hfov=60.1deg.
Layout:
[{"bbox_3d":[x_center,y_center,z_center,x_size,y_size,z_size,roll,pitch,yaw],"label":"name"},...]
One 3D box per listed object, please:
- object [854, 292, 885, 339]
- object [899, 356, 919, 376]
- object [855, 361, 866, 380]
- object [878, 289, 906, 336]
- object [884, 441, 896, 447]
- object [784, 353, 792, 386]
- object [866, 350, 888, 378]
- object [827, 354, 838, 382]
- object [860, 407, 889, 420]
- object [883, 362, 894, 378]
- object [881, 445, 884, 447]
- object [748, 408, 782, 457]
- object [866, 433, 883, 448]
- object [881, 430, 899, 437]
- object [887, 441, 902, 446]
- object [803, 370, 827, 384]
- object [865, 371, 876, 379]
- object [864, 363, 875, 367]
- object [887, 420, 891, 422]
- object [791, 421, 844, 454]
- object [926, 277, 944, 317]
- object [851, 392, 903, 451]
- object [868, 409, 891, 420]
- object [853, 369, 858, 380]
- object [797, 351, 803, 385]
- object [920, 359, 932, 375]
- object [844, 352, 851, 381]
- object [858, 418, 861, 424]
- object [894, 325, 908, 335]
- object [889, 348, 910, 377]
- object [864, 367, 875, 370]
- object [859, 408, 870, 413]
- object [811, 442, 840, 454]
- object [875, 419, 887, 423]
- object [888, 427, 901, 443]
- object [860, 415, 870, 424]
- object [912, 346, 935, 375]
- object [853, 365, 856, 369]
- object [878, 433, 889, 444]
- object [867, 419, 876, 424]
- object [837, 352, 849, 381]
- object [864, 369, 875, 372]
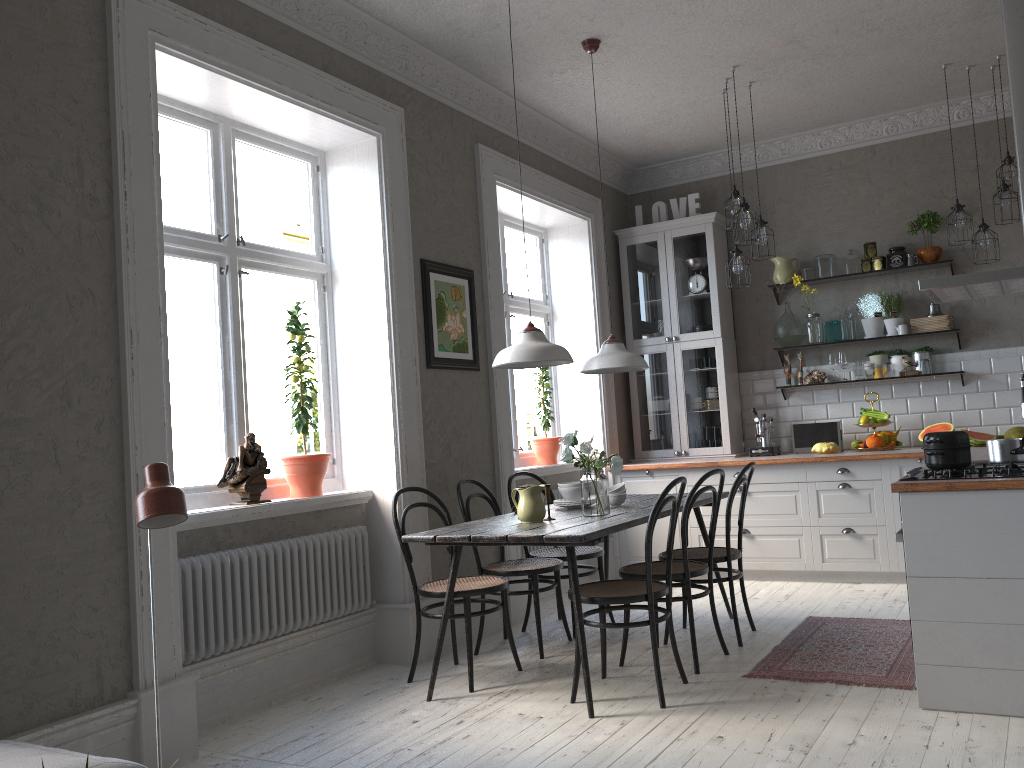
[{"bbox_3d":[2.700,-0.512,6.595,0.239,0.354,0.239,-1,-4,-42],"label":"object"},{"bbox_3d":[2.873,-0.130,6.402,0.118,0.147,0.100,-4,-3,-2],"label":"object"},{"bbox_3d":[2.586,-0.100,6.559,0.078,0.139,0.079,-4,-3,3],"label":"object"},{"bbox_3d":[2.785,-0.536,6.486,0.185,0.380,0.168,-3,-3,-9],"label":"object"},{"bbox_3d":[2.670,0.431,6.264,0.069,0.051,0.089,-3,-3,-12],"label":"object"},{"bbox_3d":[2.142,-0.110,6.882,0.053,0.264,0.061,-4,-3,1],"label":"object"},{"bbox_3d":[2.715,-0.147,6.584,0.155,0.217,0.157,-4,-3,10],"label":"object"},{"bbox_3d":[2.437,-0.120,6.715,0.081,0.217,0.083,-5,-3,16],"label":"object"},{"bbox_3d":[2.597,0.211,6.346,0.206,0.101,0.068,-6,-4,36],"label":"object"},{"bbox_3d":[2.749,-0.101,6.480,0.076,0.108,0.079,-5,-4,23],"label":"object"},{"bbox_3d":[2.614,0.443,6.302,0.070,0.065,0.070,-1,-4,-39],"label":"object"},{"bbox_3d":[1.892,0.362,6.713,0.202,0.370,0.360,-6,-4,30],"label":"object"},{"bbox_3d":[2.557,0.403,6.250,0.113,0.110,0.111,-4,-3,-3],"label":"object"},{"bbox_3d":[2.704,0.359,6.340,0.125,0.056,0.060,-5,-4,22],"label":"object"},{"bbox_3d":[2.719,0.425,6.379,0.054,0.044,0.214,-3,-4,-21],"label":"object"},{"bbox_3d":[2.304,-0.054,6.742,0.176,0.111,0.097,-4,-3,7],"label":"object"},{"bbox_3d":[2.624,-0.063,6.486,0.076,0.051,0.078,-5,-4,23],"label":"object"},{"bbox_3d":[2.621,-0.123,6.490,0.076,0.051,0.078,-5,-3,16],"label":"object"},{"bbox_3d":[2.684,0.269,6.337,0.051,0.050,0.050,-6,-4,39],"label":"object"},{"bbox_3d":[2.273,0.401,6.598,0.345,0.226,0.090,-6,-4,29],"label":"object"},{"bbox_3d":[3.033,-0.622,6.376,0.129,0.287,0.132,-5,-3,15],"label":"object"},{"bbox_3d":[2.602,0.268,6.372,0.348,0.425,0.355,-5,-3,15],"label":"object"},{"bbox_3d":[2.657,0.219,6.391,0.090,0.096,0.177,-1,-4,-40],"label":"object"},{"bbox_3d":[2.601,-0.069,6.638,0.079,0.083,0.076,-1,-4,-42],"label":"object"},{"bbox_3d":[2.224,-0.120,6.818,0.062,0.264,0.052,-2,-4,-24],"label":"object"},{"bbox_3d":[2.957,-0.124,6.333,0.076,0.108,0.079,-5,-4,23],"label":"object"},{"bbox_3d":[2.509,-0.127,6.670,0.081,0.217,0.083,-5,-3,16],"label":"object"},{"bbox_3d":[2.551,0.276,6.407,0.094,0.078,0.102,-5,-3,17],"label":"object"},{"bbox_3d":[2.819,-0.390,6.390,0.064,0.071,0.104,-2,-4,-30],"label":"object"},{"bbox_3d":[2.853,-0.156,6.516,0.150,0.214,0.170,-2,-4,-30],"label":"object"},{"bbox_3d":[2.622,-0.097,6.488,0.079,0.051,0.075,-1,-4,-41],"label":"object"},{"bbox_3d":[2.542,0.195,6.382,0.072,0.058,0.051,-4,-3,6],"label":"object"},{"bbox_3d":[2.256,0.460,6.370,0.193,0.083,0.193,-6,-4,30],"label":"object"},{"bbox_3d":[2.634,0.275,6.330,0.075,0.062,0.101,-4,-3,3],"label":"object"},{"bbox_3d":[2.724,0.363,6.320,0.128,0.120,0.060,-1,-4,-37],"label":"object"},{"bbox_3d":[2.524,0.258,6.335,0.080,0.069,0.058,-1,-4,-41],"label":"object"},{"bbox_3d":[2.998,-0.169,6.444,0.156,0.213,0.155,-5,-4,28],"label":"object"},{"bbox_3d":[2.599,-0.102,6.640,0.079,0.083,0.076,-1,-4,-42],"label":"object"},{"bbox_3d":[2.629,0.389,6.297,0.089,0.078,0.087,-2,-4,-34],"label":"object"},{"bbox_3d":[2.568,0.277,6.327,0.062,0.061,0.068,-6,-4,30],"label":"object"},{"bbox_3d":[2.465,-0.129,6.590,0.081,0.217,0.083,-5,-3,16],"label":"object"},{"bbox_3d":[2.623,-0.080,6.487,0.076,0.051,0.078,-5,-4,23],"label":"object"}]
